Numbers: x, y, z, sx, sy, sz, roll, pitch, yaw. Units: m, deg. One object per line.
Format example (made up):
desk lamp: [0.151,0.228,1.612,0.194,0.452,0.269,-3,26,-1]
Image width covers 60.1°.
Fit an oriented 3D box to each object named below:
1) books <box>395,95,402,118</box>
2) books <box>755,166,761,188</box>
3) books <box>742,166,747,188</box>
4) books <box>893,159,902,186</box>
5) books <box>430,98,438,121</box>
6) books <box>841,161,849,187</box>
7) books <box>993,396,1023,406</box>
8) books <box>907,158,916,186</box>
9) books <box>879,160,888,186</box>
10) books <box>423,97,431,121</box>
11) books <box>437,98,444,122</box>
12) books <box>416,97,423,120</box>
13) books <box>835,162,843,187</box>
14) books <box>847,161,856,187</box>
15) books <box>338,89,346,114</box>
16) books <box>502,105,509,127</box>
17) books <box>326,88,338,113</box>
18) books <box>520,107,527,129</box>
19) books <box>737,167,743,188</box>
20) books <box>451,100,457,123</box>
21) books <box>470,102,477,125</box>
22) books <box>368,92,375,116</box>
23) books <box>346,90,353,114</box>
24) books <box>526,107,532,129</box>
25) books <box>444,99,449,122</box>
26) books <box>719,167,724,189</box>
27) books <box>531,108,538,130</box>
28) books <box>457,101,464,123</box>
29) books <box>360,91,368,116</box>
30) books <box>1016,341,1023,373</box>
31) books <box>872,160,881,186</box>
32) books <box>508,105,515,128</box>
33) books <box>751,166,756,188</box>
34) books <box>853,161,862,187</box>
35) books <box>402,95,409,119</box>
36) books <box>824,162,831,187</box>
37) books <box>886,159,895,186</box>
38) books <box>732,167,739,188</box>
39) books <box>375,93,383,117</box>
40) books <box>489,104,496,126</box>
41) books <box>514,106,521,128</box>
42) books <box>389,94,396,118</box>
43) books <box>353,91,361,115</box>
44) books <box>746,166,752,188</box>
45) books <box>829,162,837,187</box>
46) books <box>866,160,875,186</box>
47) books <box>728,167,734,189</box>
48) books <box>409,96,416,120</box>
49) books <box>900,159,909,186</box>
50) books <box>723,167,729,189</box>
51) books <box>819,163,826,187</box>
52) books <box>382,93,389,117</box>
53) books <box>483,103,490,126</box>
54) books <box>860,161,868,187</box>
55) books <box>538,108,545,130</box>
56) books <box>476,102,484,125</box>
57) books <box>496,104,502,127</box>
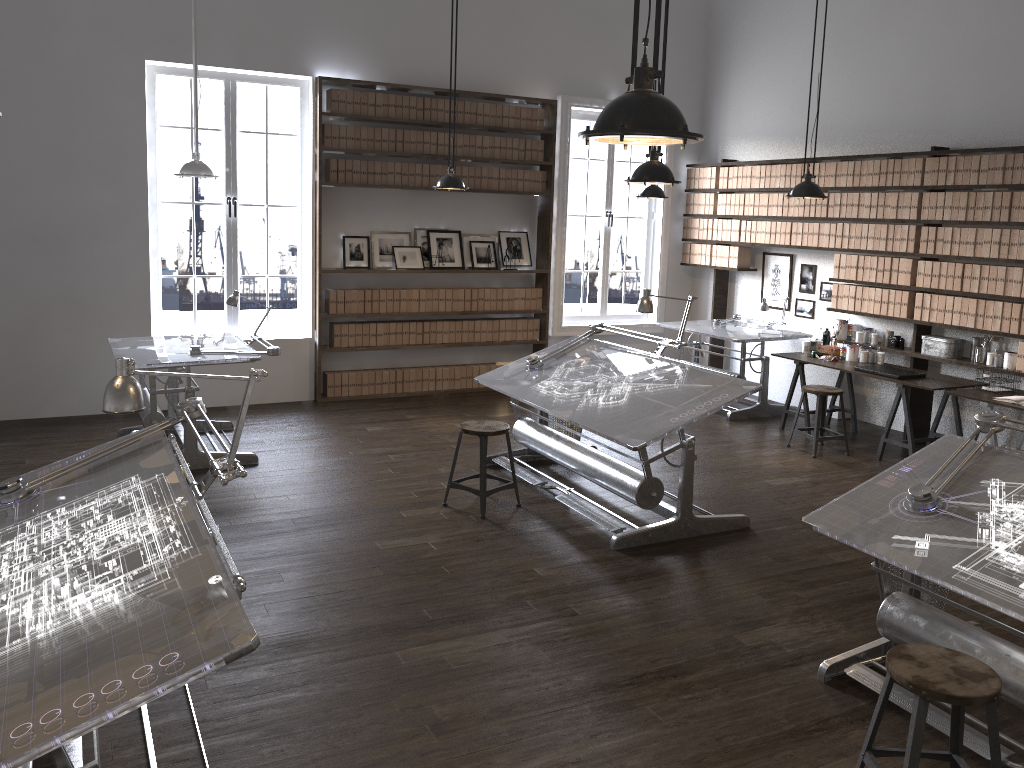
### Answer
books: [-1.115,-2.653,8.504,0.067,0.224,0.176,-2,10,-27]
books: [2.549,-2.086,8.944,0.175,0.224,0.067,-3,9,-27]
books: [2.462,-2.123,9.119,0.175,0.224,0.067,-3,9,-27]
books: [3.307,-1.777,7.464,0.175,0.224,0.067,-3,9,-27]
books: [-0.792,-2.673,8.668,0.067,0.224,0.176,-2,10,-27]
books: [3.051,-1.881,7.961,0.175,0.224,0.067,-3,9,-27]
books: [3.528,0.119,6.050,0.256,0.029,0.357,-3,12,-26]
books: [3.368,-1.751,7.340,0.174,0.224,0.067,-3,9,-27]
books: [3.240,-1.802,7.583,0.175,0.224,0.067,-3,9,-27]
books: [-0.856,-2.668,8.630,0.067,0.224,0.176,-2,10,-27]
books: [-0.730,-2.676,8.692,0.067,0.224,0.176,-2,10,-27]
books: [-0.925,-2.665,8.601,0.067,0.224,0.176,-2,10,-27]
books: [3.024,-1.892,8.017,0.175,0.224,0.067,-3,9,-27]
books: [3.082,-1.867,7.896,0.175,0.224,0.067,-3,9,-27]
books: [-1.604,-2.620,8.250,0.067,0.224,0.176,-2,10,-27]
books: [-0.103,-2.716,9.010,0.067,0.224,0.176,-2,10,-27]
books: [-1.669,-2.616,8.218,0.067,0.224,0.176,-2,10,-27]
books: [0.078,-2.727,9.100,0.067,0.224,0.176,-2,10,-27]
books: [2.431,-2.136,9.182,0.174,0.224,0.067,-3,9,-27]
books: [-0.607,-2.685,8.762,0.067,0.224,0.175,-2,10,-27]
books: [-0.418,-2.695,8.849,0.067,0.224,0.176,-2,10,-27]
books: [-1.353,-2.637,8.379,0.067,0.224,0.176,-2,10,-27]
books: [-1.541,-2.625,8.286,0.067,0.224,0.175,-2,10,-27]
books: [0.136,-2.732,9.136,0.067,0.224,0.176,-2,10,-27]
books: [-0.667,-2.680,8.727,0.067,0.224,0.175,-2,10,-27]
books: [2.300,-2.189,9.439,0.175,0.224,0.067,-3,9,-27]
books: [0.199,-2.736,9.168,0.067,0.224,0.175,-2,10,-27]
books: [-0.544,-2.689,8.792,0.067,0.224,0.176,-2,10,-27]
books: [-1.418,-2.633,8.350,0.067,0.224,0.176,-2,10,-27]
books: [3.821,-0.202,6.546,0.175,0.224,0.067,-3,9,-27]
books: [3.208,-1.815,7.647,0.175,0.224,0.067,-3,9,-27]
books: [-0.039,-2.720,9.045,0.067,0.224,0.176,-2,10,-27]
books: [2.522,-2.098,9.000,0.175,0.224,0.067,-3,9,-27]
books: [3.117,-1.854,7.836,0.175,0.224,0.067,-3,9,-27]
books: [-1.052,-2.657,8.536,0.067,0.224,0.175,-2,10,-27]
books: [2.965,-1.917,8.136,0.175,0.224,0.067,-3,9,-27]
books: [3.273,-1.790,7.529,0.175,0.224,0.067,-3,9,-27]
books: [2.395,-2.149,9.243,0.174,0.224,0.067,-3,9,-27]
books: [-1.289,-2.641,8.413,0.067,0.224,0.176,-2,10,-27]
books: [-0.230,-2.709,8.952,0.067,0.224,0.175,-2,10,-27]
books: [0.017,-2.724,9.074,0.067,0.224,0.176,-2,10,-27]
books: [-1.172,-2.648,8.469,0.067,0.224,0.176,-2,10,-27]
books: [-1.481,-2.630,8.321,0.067,0.224,0.175,-2,10,-27]
books: [2.488,-2.110,9.057,0.175,0.224,0.067,-3,9,-27]
books: [2.990,-1.904,8.074,0.175,0.224,0.067,-3,9,-27]
books: [3.178,-1.829,7.712,0.174,0.224,0.067,-3,9,-27]
books: [2.367,-2.162,9.307,0.175,0.224,0.067,-3,9,-27]
books: [-0.986,-2.660,8.565,0.067,0.224,0.175,-2,10,-27]
books: [3.340,-1.764,7.403,0.174,0.224,0.067,-3,9,-27]
books: [2.328,-2.175,9.371,0.175,0.224,0.067,-3,9,-27]
books: [2.933,-1.930,8.199,0.174,0.224,0.067,-3,9,-27]
books: [-1.234,-2.645,8.443,0.067,0.224,0.176,-2,10,-27]
books: [-0.291,-2.704,8.917,0.067,0.224,0.175,-2,10,-27]
books: [3.150,-1.842,7.775,0.174,0.224,0.067,-3,9,-27]
books: [0.264,-2.739,9.196,0.067,0.224,0.175,-2,10,-27]
books: [-0.354,-2.700,8.882,0.067,0.224,0.176,-2,10,-27]
books: [-0.167,-2.713,8.982,0.067,0.224,0.176,-2,10,-27]
